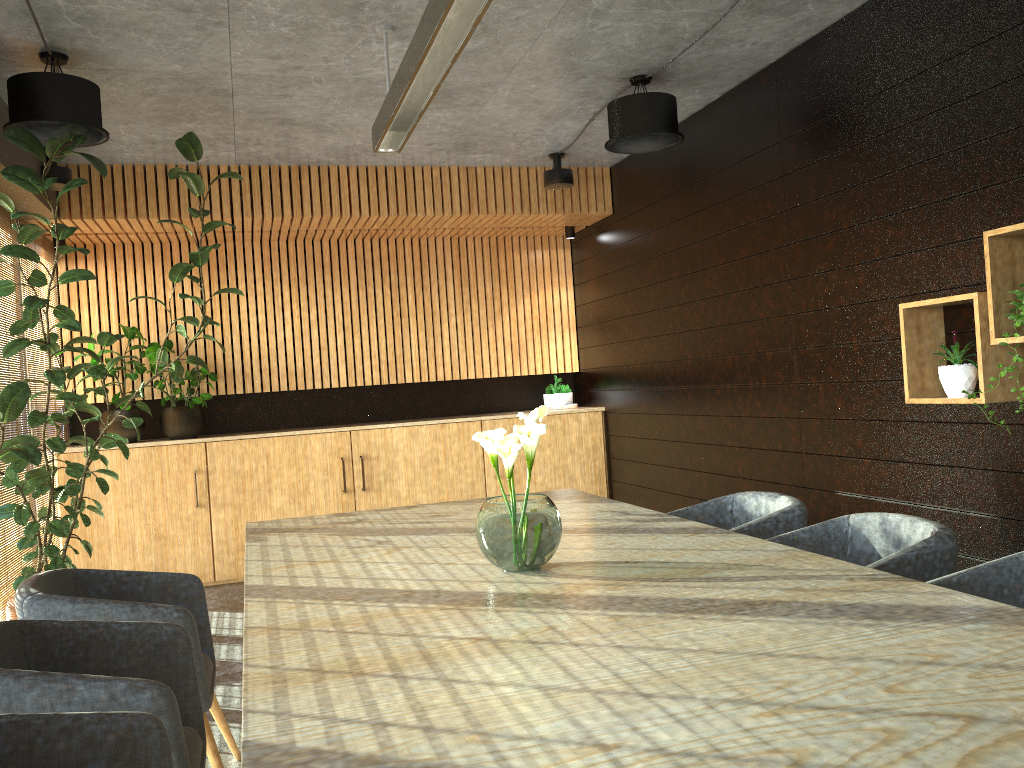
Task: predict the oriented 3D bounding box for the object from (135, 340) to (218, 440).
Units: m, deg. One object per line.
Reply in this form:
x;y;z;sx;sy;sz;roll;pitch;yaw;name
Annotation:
-2.976;0.049;7.848;0.679;0.880;0.512;-4;0;-13;object

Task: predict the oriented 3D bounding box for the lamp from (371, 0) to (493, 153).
-0.145;-1.632;3.006;0.151;0.618;4.009;-4;0;-17;lamp

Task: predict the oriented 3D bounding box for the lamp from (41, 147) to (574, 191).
-1.483;-1.712;7.037;4.179;0.294;0.257;-4;0;-17;lamp

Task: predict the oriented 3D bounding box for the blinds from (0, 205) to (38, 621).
-3.373;0.229;5.884;0.039;3.038;1.422;-4;0;-17;blinds

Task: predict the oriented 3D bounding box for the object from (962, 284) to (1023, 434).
2.118;-0.123;3.626;0.401;0.633;0.445;-4;0;-36;object

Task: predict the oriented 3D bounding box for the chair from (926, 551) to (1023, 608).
1.515;0.982;2.494;0.761;0.944;0.706;-4;0;-17;chair

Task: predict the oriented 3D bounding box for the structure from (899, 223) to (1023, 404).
2.338;-0.310;3.361;0.242;1.130;2.172;-4;0;-17;structure

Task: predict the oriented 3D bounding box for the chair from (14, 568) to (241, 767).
-1.485;1.186;3.473;0.761;0.944;0.706;-4;0;-17;chair

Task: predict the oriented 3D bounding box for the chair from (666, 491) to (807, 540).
1.002;1.018;4.218;0.761;0.944;0.706;-4;0;-17;chair

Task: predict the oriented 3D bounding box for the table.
0.071;1.088;3.000;1.816;0.927;3.932;-4;0;-17;table

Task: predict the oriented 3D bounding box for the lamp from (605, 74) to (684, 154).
0.850;-1.783;5.797;0.513;0.497;0.513;-4;0;13;lamp

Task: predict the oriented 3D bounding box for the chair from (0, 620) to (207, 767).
-1.228;1.168;2.611;0.761;0.944;0.706;-4;0;-17;chair

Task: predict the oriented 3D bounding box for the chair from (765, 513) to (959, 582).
1.259;1.000;3.356;0.761;0.944;0.706;-4;0;-17;chair

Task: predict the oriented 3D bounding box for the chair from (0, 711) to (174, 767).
-0.971;1.150;1.749;0.761;0.944;0.706;-4;0;-17;chair

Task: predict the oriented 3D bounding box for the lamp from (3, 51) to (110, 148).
-2.474;-1.560;4.801;0.513;0.497;0.513;-4;0;44;lamp

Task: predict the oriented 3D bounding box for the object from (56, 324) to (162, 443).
-3.477;-0.004;7.716;0.666;1.054;0.640;-4;0;25;object

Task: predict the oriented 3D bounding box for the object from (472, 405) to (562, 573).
0.012;0.354;3.020;0.295;0.546;0.322;-4;0;-7;object

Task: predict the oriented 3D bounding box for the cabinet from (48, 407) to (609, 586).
-1.535;1.030;8.363;4.954;1.272;1.006;-4;0;-17;cabinet

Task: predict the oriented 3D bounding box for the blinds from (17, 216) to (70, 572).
-3.792;0.258;7.291;0.039;3.038;1.422;-4;0;-17;blinds

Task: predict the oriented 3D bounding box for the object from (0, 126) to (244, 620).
-2.802;0.111;5.497;1.958;3.266;1.875;-4;0;22;object

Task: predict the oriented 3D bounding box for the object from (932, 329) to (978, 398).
2.081;-0.097;4.134;0.241;0.318;0.226;-4;0;-42;object

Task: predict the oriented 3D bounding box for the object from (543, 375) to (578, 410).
0.468;0.085;9.055;0.384;0.347;0.384;-4;0;6;object
